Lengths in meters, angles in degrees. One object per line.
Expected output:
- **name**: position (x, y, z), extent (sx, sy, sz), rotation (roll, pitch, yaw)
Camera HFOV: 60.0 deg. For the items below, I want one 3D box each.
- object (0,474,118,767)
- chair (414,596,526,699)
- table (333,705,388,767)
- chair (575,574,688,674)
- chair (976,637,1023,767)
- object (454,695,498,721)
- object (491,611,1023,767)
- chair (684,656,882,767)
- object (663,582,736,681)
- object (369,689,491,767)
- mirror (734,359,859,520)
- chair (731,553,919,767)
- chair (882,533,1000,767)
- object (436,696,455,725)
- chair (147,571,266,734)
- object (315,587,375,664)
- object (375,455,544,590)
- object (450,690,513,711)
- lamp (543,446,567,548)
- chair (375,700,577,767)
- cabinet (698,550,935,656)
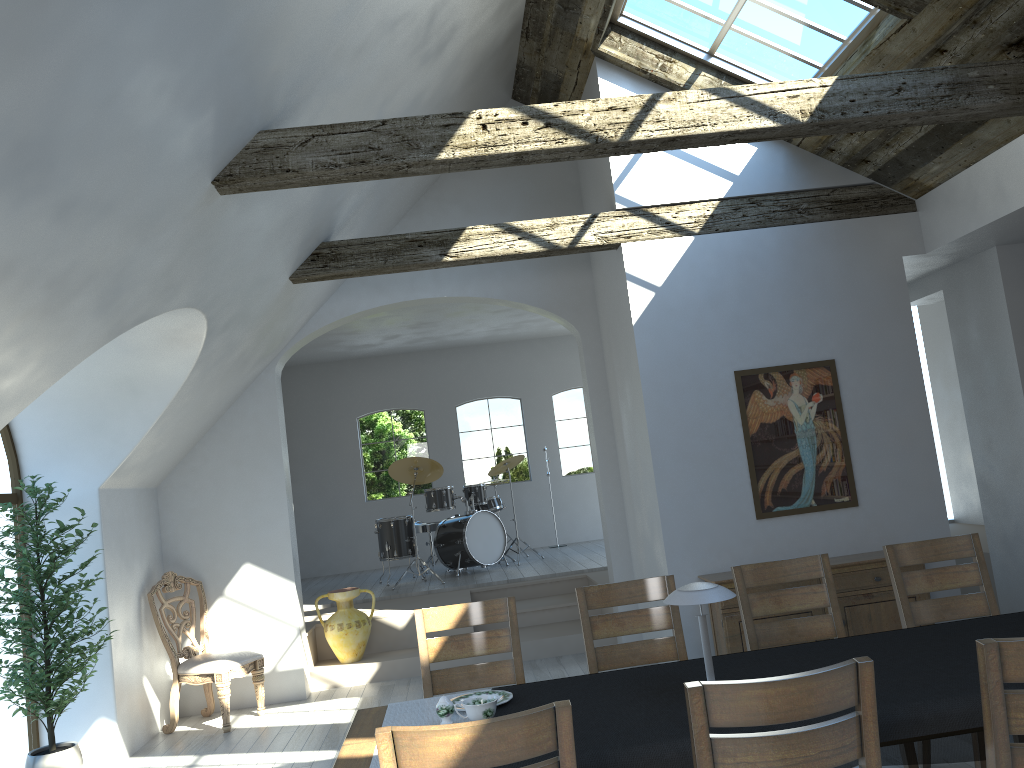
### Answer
- **object**: position (-2.757, 1.491, 5.262), extent (0.718, 1.920, 0.737), rotation (-9, -6, 15)
- **chair**: position (-0.138, 1.470, 3.759), extent (0.514, 1.006, 0.605), rotation (-7, -6, -4)
- **table**: position (1.003, 1.387, 3.033), extent (3.078, 0.737, 0.939), rotation (-7, -6, -4)
- **chair**: position (0.600, 1.383, 3.816), extent (0.514, 1.006, 0.605), rotation (-7, -6, -4)
- **chair**: position (1.431, 1.133, 2.413), extent (0.514, 1.006, 0.605), rotation (-7, -6, -4)
- **object**: position (-0.104, 1.099, 2.972), extent (0.124, 0.081, 0.130), rotation (-12, -7, 38)
- **object**: position (0.992, 1.127, 3.068), extent (2.456, 0.227, 1.073), rotation (-7, -6, -4)
- **chair**: position (0.693, 1.221, 2.356), extent (0.514, 1.006, 0.605), rotation (-7, -6, -4)
- **object**: position (0.667, 0.869, 3.066), extent (0.251, 0.362, 0.251), rotation (-9, -6, 18)
- **object**: position (0.979, 1.056, 3.073), extent (2.872, 0.077, 1.050), rotation (-7, -6, -4)
- **mirror**: position (1.997, 0.383, 6.235), extent (0.736, 1.047, 0.009), rotation (-7, -6, -4)
- **chair**: position (1.338, 1.295, 3.873), extent (0.514, 1.006, 0.605), rotation (-7, -6, -4)
- **chair**: position (2.076, 1.208, 3.930), extent (0.514, 1.006, 0.605), rotation (-7, -6, -4)
- **object**: position (-0.229, 1.117, 3.042), extent (0.064, 0.092, 0.064), rotation (-9, -6, 14)
- **chair**: position (-2.288, 1.969, 6.668), extent (0.655, 1.159, 0.552), rotation (-9, -6, 20)
- **object**: position (-1.409, 2.069, 7.597), extent (0.396, 0.605, 0.402), rotation (-12, -8, 42)
- **object**: position (-0.806, 1.546, 10.535), extent (1.465, 1.383, 2.354), rotation (-12, -8, 40)
- **object**: position (-0.120, 1.162, 3.240), extent (0.250, 0.017, 0.253), rotation (-7, -6, -4)
- **lamp**: position (0.541, 1.544, 12.221), extent (0.232, 1.383, 0.238), rotation (-7, -6, -4)
- **chair**: position (-0.045, 1.308, 2.299), extent (0.514, 1.006, 0.605), rotation (-7, -6, -4)
- **cabinet**: position (2.061, 1.563, 5.935), extent (1.481, 0.714, 0.383), rotation (-7, -6, -4)
